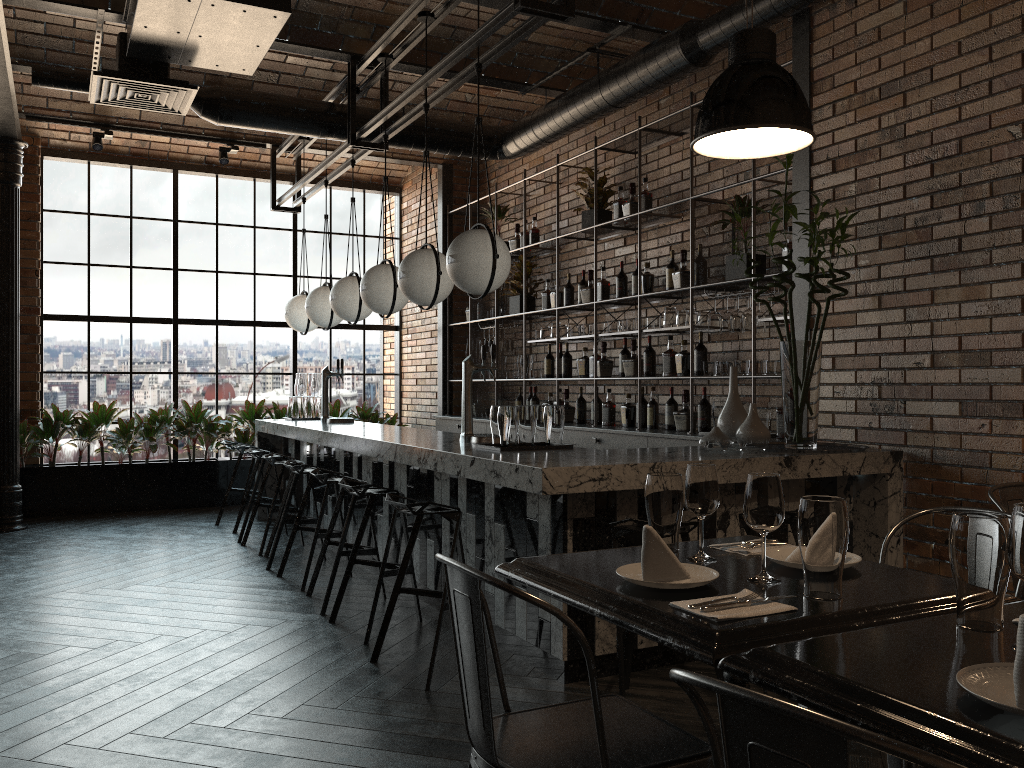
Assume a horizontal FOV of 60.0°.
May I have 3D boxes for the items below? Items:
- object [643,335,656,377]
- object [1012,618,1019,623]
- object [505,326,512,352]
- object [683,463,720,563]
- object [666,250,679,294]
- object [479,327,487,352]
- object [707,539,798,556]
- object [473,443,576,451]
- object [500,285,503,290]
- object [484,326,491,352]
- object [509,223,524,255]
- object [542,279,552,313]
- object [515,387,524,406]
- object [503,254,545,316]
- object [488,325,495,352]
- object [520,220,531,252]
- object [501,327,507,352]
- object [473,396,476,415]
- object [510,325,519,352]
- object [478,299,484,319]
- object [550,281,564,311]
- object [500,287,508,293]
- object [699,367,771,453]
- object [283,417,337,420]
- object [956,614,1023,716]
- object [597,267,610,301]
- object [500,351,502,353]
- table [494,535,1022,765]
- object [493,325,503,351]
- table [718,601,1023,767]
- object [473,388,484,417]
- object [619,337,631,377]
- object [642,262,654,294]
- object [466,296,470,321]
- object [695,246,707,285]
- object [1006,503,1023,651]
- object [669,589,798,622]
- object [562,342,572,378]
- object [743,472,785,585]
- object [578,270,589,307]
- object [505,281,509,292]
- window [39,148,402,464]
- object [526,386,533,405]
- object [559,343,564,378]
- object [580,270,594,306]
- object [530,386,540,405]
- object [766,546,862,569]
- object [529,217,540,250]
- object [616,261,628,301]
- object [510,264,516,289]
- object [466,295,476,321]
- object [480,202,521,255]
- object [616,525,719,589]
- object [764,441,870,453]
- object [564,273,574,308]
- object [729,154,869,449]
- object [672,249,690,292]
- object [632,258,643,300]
[{"bbox_3d":[0.977,-0.196,6.293,0.086,0.299,0.086,0,0,22],"label":"object"},{"bbox_3d":[1.050,0.440,1.642,0.255,0.019,0.157,0,0,-27],"label":"object"},{"bbox_3d":[-0.028,-0.426,8.409,0.092,0.244,0.092,0,0,-21],"label":"object"},{"bbox_3d":[0.486,0.328,2.274,0.092,0.244,0.092,0,0,35],"label":"object"},{"bbox_3d":[1.098,-0.766,6.064,0.086,0.299,0.086,0,0,22],"label":"object"},{"bbox_3d":[-0.270,-0.425,8.520,0.092,0.244,0.092,0,0,-21],"label":"object"},{"bbox_3d":[0.650,0.442,2.423,0.255,0.019,0.157,0,0,-27],"label":"object"},{"bbox_3d":[0.060,0.304,4.330,0.437,0.019,0.273,0,0,-27],"label":"object"},{"bbox_3d":[-0.127,-0.999,8.243,0.092,0.244,0.092,0,0,-21],"label":"object"},{"bbox_3d":[-0.220,-0.426,8.422,0.092,0.244,0.092,0,0,-21],"label":"object"},{"bbox_3d":[0.052,-1.325,8.098,0.123,0.279,0.123,0,0,-38],"label":"object"},{"bbox_3d":[0.307,-0.756,7.595,0.083,0.282,0.083,0,0,-42],"label":"object"},{"bbox_3d":[0.075,0.172,8.060,0.086,0.299,0.086,0,0,22],"label":"object"},{"bbox_3d":[0.108,-0.876,7.923,0.425,0.526,0.430,0,0,-15],"label":"object"},{"bbox_3d":[-0.175,-0.426,8.334,0.092,0.244,0.092,0,0,-21],"label":"object"},{"bbox_3d":[0.122,-1.328,7.957,0.083,0.282,0.083,0,0,-42],"label":"object"},{"bbox_3d":[-0.073,-0.425,8.497,0.092,0.244,0.092,0,0,-21],"label":"object"},{"bbox_3d":[-0.406,0.173,8.930,0.086,0.297,0.086,0,0,7],"label":"object"},{"bbox_3d":[0.019,-0.426,8.317,0.092,0.244,0.092,0,0,-21],"label":"object"},{"bbox_3d":[-0.301,-0.762,8.788,0.086,0.299,0.086,0,0,22],"label":"object"},{"bbox_3d":[0.379,-0.738,7.452,0.094,0.248,0.151,0,0,-23],"label":"object"},{"bbox_3d":[-0.073,-0.998,8.498,0.092,0.244,0.092,0,0,-21],"label":"object"},{"bbox_3d":[1.049,0.116,4.133,0.319,0.397,0.316,0,0,22],"label":"object"},{"bbox_3d":[-1.824,0.311,8.010,0.437,0.019,0.273,0,0,-27],"label":"object"},{"bbox_3d":[0.754,0.385,1.247,0.232,0.139,0.232,0,0,-33],"label":"object"},{"bbox_3d":[0.703,-0.757,6.822,0.083,0.282,0.083,0,0,-27],"label":"object"},{"bbox_3d":[-0.123,-0.425,8.595,0.092,0.244,0.092,0,0,-21],"label":"object"},{"bbox_3d":[0.540,0.829,2.130,0.872,0.758,0.872,0,0,-27],"label":"table"},{"bbox_3d":[-0.127,-0.426,8.242,0.092,0.244,0.092,0,0,-21],"label":"object"},{"bbox_3d":[0.943,0.827,1.344,0.872,0.758,0.872,0,0,-27],"label":"table"},{"bbox_3d":[-0.325,0.183,8.796,0.123,0.279,0.123,0,0,-13],"label":"object"},{"bbox_3d":[0.839,-0.195,6.571,0.086,0.298,0.086,0,0,22],"label":"object"},{"bbox_3d":[0.963,-0.740,6.314,0.094,0.248,0.151,0,0,2],"label":"object"},{"bbox_3d":[-0.428,-0.761,9.098,0.086,0.298,0.086,0,0,22],"label":"object"},{"bbox_3d":[1.231,-0.768,5.798,0.086,0.297,0.086,0,0,22],"label":"object"},{"bbox_3d":[0.885,0.327,1.494,0.092,0.244,0.092,0,0,35],"label":"object"},{"bbox_3d":[0.462,0.441,1.793,0.255,0.019,0.157,0,0,-27],"label":"object"},{"bbox_3d":[0.455,-0.194,7.312,0.086,0.297,0.086,0,0,22],"label":"object"},{"bbox_3d":[0.575,0.328,2.027,0.092,0.244,0.092,0,0,35],"label":"object"},{"bbox_3d":[0.572,-0.765,7.094,0.086,0.298,0.086,0,0,22],"label":"object"},{"bbox_3d":[-0.028,-0.999,8.410,0.092,0.244,0.092,0,0,-21],"label":"object"},{"bbox_3d":[-8.505,-0.657,6.628,16.179,3.253,0.168,0,0,-27],"label":"window"},{"bbox_3d":[0.169,0.171,7.931,0.086,0.298,0.086,0,0,22],"label":"object"},{"bbox_3d":[0.411,-0.194,7.460,0.086,0.298,0.086,0,0,22],"label":"object"},{"bbox_3d":[0.617,-0.755,6.959,0.123,0.279,0.123,0,0,-38],"label":"object"},{"bbox_3d":[0.202,0.171,7.815,0.086,0.298,0.086,0,0,22],"label":"object"},{"bbox_3d":[0.753,0.387,2.225,0.232,0.139,0.232,0,0,-33],"label":"object"},{"bbox_3d":[0.198,-1.329,7.809,0.083,0.282,0.083,0,0,-12],"label":"object"},{"bbox_3d":[0.818,-0.767,6.604,0.086,0.299,0.086,0,0,22],"label":"object"},{"bbox_3d":[0.019,-0.999,8.318,0.092,0.244,0.092,0,0,-21],"label":"object"},{"bbox_3d":[-0.386,-0.751,8.918,0.123,0.279,0.123,0,0,-38],"label":"object"},{"bbox_3d":[-0.114,-1.462,8.475,0.422,0.554,0.377,0,0,-39],"label":"object"},{"bbox_3d":[0.355,0.386,2.027,0.232,0.139,0.232,0,0,-33],"label":"object"},{"bbox_3d":[1.401,0.306,4.307,0.622,0.014,0.622,0,0,35],"label":"object"},{"bbox_3d":[0.470,-0.763,7.306,0.086,0.298,0.086,0,0,22],"label":"object"},{"bbox_3d":[1.382,-0.462,4.284,0.673,1.546,0.584,0,0,12],"label":"object"},{"bbox_3d":[1.147,-0.757,5.925,0.123,0.279,0.123,0,0,-18],"label":"object"},{"bbox_3d":[0.918,-0.767,6.471,0.086,0.298,0.086,0,0,22],"label":"object"}]
